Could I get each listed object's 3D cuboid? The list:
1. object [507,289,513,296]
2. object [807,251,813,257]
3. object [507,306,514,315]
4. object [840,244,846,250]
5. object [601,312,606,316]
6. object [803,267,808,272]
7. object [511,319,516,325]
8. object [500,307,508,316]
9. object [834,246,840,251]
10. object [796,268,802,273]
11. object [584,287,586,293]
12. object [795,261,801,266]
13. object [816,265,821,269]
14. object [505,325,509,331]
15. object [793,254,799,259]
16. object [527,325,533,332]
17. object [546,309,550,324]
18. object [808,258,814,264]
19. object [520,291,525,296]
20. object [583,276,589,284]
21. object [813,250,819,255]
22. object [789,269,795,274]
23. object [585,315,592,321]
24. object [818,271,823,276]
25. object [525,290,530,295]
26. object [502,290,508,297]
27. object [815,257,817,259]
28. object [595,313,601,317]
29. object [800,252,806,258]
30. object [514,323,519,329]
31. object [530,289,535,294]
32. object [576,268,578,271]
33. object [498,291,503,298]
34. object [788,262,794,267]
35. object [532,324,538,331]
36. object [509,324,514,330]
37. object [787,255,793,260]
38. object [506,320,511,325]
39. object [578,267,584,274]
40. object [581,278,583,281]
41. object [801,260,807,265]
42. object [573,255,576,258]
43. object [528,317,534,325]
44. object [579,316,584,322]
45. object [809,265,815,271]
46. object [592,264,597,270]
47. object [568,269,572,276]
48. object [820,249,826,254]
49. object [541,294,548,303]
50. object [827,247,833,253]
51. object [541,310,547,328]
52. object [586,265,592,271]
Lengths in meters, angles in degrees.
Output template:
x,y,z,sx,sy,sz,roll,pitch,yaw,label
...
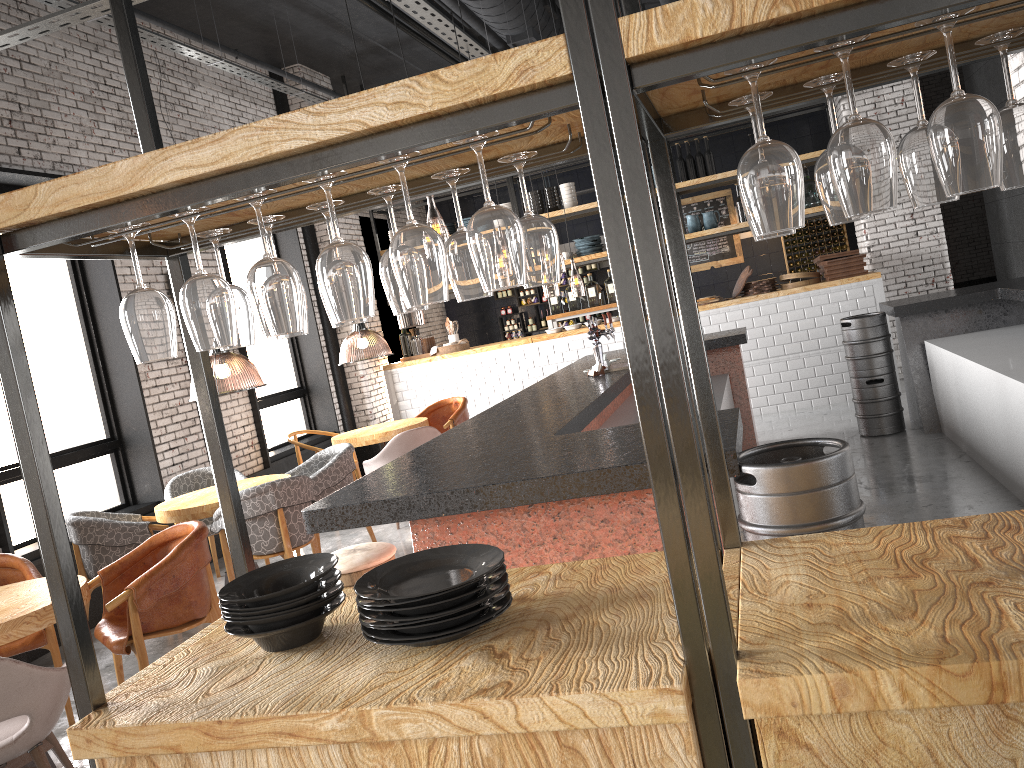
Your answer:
x,y,z,sx,sy,sz,roll,pitch,yaw,label
-0.034,-1.479,14.327,0.076,0.111,0.076,-11,4,11,object
4.370,-1.910,13.008,0.079,0.079,0.281,-10,5,16,object
-0.032,-1.198,14.380,0.100,0.139,0.088,-10,4,17,object
4.812,-1.986,12.859,0.079,0.079,0.281,-10,5,16,object
1.424,-1.210,13.981,0.079,0.280,0.079,-10,4,20,object
4.317,-1.686,13.027,0.079,0.079,0.281,-10,5,16,object
0.016,-1.011,14.363,0.071,0.083,0.071,-14,5,-34,object
-0.135,-1.180,14.410,0.100,0.139,0.088,-10,4,17,object
4.717,-1.967,12.863,0.079,0.079,0.281,-10,5,16,object
4.232,-1.673,13.072,0.079,0.079,0.281,-10,5,16,object
1.119,-1.491,14.034,0.081,0.113,0.071,-10,4,15,object
4.201,-1.770,13.025,0.079,0.079,0.281,-10,5,16,object
4.496,-1.718,12.975,0.079,0.079,0.281,-10,5,16,object
-0.083,-0.909,14.403,0.070,0.083,0.071,-9,4,26,object
4.181,-1.874,13.022,0.079,0.079,0.281,-10,5,16,object
0.291,-0.901,14.303,0.076,0.111,0.076,-12,4,-9,object
0.589,-1.063,14.222,0.079,0.280,0.079,-12,4,-15,object
4.379,-1.802,12.973,0.079,0.079,0.281,-10,5,16,object
0.165,-1.455,14.274,0.070,0.083,0.071,-8,5,41,object
1.163,-1.645,13.984,0.076,0.111,0.076,-13,4,-19,object
4.455,-1.923,12.963,0.079,0.079,0.281,-10,5,16,object
4.138,-1.655,13.079,0.079,0.079,0.281,-10,5,16,object
1.212,-1.078,14.057,0.100,0.139,0.088,-10,4,17,object
4.510,-1.612,12.959,0.079,0.079,0.281,-10,5,16,object
0.254,-1.471,14.248,0.070,0.083,0.071,-11,4,6,object
-0.113,-1.465,14.348,0.076,0.111,0.076,-9,5,36,object
4.473,-1.819,12.960,0.079,0.079,0.281,-10,5,16,object
1.338,-1.194,14.003,0.079,0.280,0.079,-9,4,35,object
4.276,-1.892,13.015,0.079,0.079,0.281,-10,5,16,object
0.069,-0.936,14.358,0.070,0.083,0.071,-8,5,41,object
0.335,-1.485,14.224,0.070,0.083,0.071,-11,4,6,object
1.008,-1.776,14.009,0.076,0.111,0.076,-9,5,36,object
-0.191,-1.452,14.371,0.076,0.111,0.076,-9,4,26,object
4.115,-1.757,13.064,0.079,0.079,0.281,-10,5,16,object
0.369,-0.914,14.283,0.076,0.111,0.076,-10,4,21,object
-0.008,-0.922,14.381,0.070,0.083,0.071,-11,4,6,object
4.101,-1.863,13.081,0.079,0.079,0.281,-10,5,16,object
-0.056,-0.999,14.389,0.070,0.083,0.071,-8,5,41,object
1.087,-1.790,13.989,0.076,0.111,0.076,-11,4,11,object
1.077,-1.629,14.008,0.076,0.111,0.076,-12,4,-9,object
4.300,-1.791,13.036,0.079,0.079,0.281,-10,5,16,object
0.965,-1.994,14.001,0.076,0.111,0.076,-11,4,11,object
0.308,-1.016,14.289,0.076,0.111,0.076,-11,4,11,object
1.103,-1.043,14.068,0.076,0.111,0.076,-13,4,-19,object
4.401,-1.699,12.983,0.079,0.079,0.281,-10,5,16,object
1.279,-1.934,13.939,0.079,0.280,0.079,-11,3,10,object
0.930,-1.763,14.033,0.076,0.111,0.076,-9,4,26,object
4.548,-1.941,12.952,0.079,0.079,0.281,-10,5,16,object
0.529,-1.378,14.208,0.100,0.139,0.088,-10,4,17,object
4.633,-1.955,12.911,0.079,0.079,0.281,-10,5,16,object
0.500,-1.047,14.248,0.079,0.280,0.079,-10,4,25,object
1.190,-1.919,13.965,0.079,0.280,0.079,-12,3,-10,object
